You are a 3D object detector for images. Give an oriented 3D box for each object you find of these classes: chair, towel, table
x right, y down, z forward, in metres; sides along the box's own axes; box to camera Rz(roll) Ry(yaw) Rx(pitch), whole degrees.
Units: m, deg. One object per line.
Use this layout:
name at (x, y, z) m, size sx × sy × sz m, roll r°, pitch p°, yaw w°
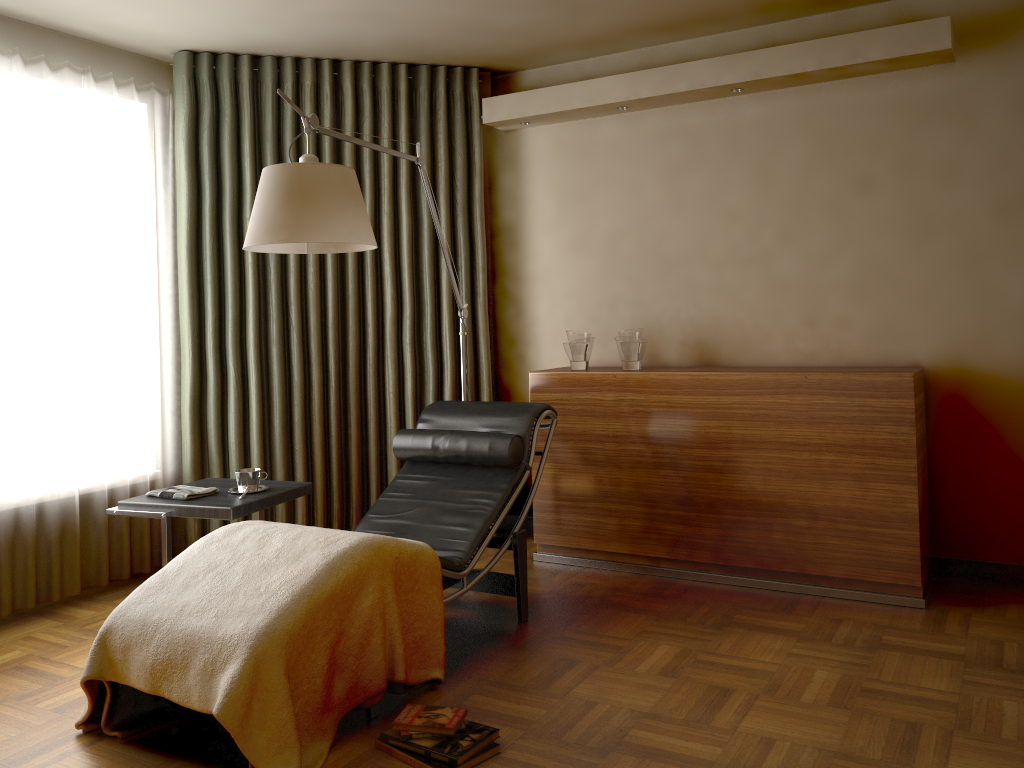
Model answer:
chair at (-0.462, 0.533, 3.125) m, size 0.635 × 0.797 × 1.793 m, roll -1°, pitch 3°, yaw 30°
towel at (-1.247, 0.412, 3.364) m, size 0.240 × 0.035 × 0.179 m, roll 1°, pitch 5°, yaw 34°
table at (-1.131, 0.437, 3.410) m, size 0.517 × 0.045 × 0.500 m, roll 0°, pitch 4°, yaw 21°

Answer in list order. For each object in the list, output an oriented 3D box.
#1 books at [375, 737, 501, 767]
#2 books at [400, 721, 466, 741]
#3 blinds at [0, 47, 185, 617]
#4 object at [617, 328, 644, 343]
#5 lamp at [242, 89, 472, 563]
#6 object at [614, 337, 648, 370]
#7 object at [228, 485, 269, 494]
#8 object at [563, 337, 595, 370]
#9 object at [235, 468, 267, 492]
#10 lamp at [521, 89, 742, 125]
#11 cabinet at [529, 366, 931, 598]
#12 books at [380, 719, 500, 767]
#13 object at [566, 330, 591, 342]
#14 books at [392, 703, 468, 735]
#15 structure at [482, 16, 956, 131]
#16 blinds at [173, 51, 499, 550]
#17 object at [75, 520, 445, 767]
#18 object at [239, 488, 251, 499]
books at (-0.200, 0.969, 2.364) m, size 0.280 × 0.022 × 0.200 m, roll 2°, pitch 6°, yaw 44°
books at (-0.219, 0.927, 2.407) m, size 0.173 × 0.018 × 0.123 m, roll -3°, pitch 4°, yaw -11°
blinds at (-2.148, -0.213, 3.334) m, size 0.092 × 2.292 × 2.200 m, roll -2°, pitch 1°, yaw 30°
object at (0.554, -0.183, 4.115) m, size 0.122 × 0.150 × 0.122 m, roll -2°, pitch 1°, yaw 9°
lamp at (-0.408, -0.031, 3.418) m, size 0.451 × 1.968 × 1.417 m, roll -2°, pitch 0°, yaw 34°
object at (0.556, -0.145, 4.114) m, size 0.155 × 0.154 × 0.156 m, roll -1°, pitch 2°, yaw 20°
object at (-1.013, 0.407, 3.394) m, size 0.150 × 0.009 × 0.150 m, roll 1°, pitch 5°, yaw 35°
object at (0.323, -0.147, 4.248) m, size 0.156 × 0.154 × 0.155 m, roll -2°, pitch 2°, yaw -13°
object at (-1.011, 0.371, 3.400) m, size 0.098 × 0.078 × 0.111 m, roll 0°, pitch 3°, yaw 31°
lamp at (0.549, -1.360, 4.315) m, size 1.156 × 0.028 × 0.050 m, roll 1°, pitch 4°, yaw 30°
cabinet at (0.921, 0.365, 3.955) m, size 1.672 × 0.863 × 0.416 m, roll 0°, pitch 1°, yaw 30°
books at (-0.194, 0.947, 2.380) m, size 0.264 × 0.020 × 0.189 m, roll 1°, pitch 5°, yaw 34°
object at (0.322, -0.186, 4.249) m, size 0.122 × 0.150 × 0.123 m, roll -2°, pitch 1°, yaw 12°
books at (-0.222, 0.909, 2.400) m, size 0.172 × 0.018 × 0.124 m, roll -1°, pitch 4°, yaw 14°
structure at (0.859, -1.412, 4.149) m, size 2.177 × 0.130 × 0.274 m, roll 1°, pitch 4°, yaw 30°
blinds at (-0.865, -0.393, 4.428) m, size 1.533 × 2.455 × 0.224 m, roll -2°, pitch -1°, yaw -15°
object at (-0.735, 0.723, 2.672) m, size 0.916 × 0.520 × 0.911 m, roll 0°, pitch 3°, yaw 30°
object at (-1.000, 0.407, 3.293) m, size 0.029 × 0.019 × 0.124 m, roll -2°, pitch 4°, yaw -1°
